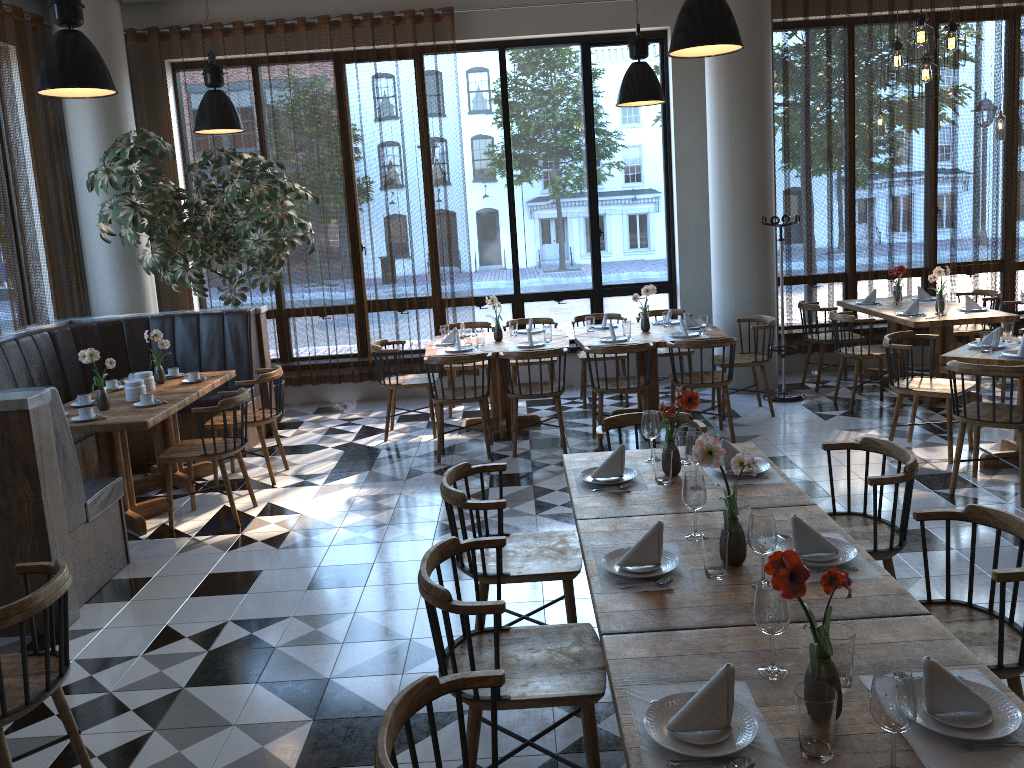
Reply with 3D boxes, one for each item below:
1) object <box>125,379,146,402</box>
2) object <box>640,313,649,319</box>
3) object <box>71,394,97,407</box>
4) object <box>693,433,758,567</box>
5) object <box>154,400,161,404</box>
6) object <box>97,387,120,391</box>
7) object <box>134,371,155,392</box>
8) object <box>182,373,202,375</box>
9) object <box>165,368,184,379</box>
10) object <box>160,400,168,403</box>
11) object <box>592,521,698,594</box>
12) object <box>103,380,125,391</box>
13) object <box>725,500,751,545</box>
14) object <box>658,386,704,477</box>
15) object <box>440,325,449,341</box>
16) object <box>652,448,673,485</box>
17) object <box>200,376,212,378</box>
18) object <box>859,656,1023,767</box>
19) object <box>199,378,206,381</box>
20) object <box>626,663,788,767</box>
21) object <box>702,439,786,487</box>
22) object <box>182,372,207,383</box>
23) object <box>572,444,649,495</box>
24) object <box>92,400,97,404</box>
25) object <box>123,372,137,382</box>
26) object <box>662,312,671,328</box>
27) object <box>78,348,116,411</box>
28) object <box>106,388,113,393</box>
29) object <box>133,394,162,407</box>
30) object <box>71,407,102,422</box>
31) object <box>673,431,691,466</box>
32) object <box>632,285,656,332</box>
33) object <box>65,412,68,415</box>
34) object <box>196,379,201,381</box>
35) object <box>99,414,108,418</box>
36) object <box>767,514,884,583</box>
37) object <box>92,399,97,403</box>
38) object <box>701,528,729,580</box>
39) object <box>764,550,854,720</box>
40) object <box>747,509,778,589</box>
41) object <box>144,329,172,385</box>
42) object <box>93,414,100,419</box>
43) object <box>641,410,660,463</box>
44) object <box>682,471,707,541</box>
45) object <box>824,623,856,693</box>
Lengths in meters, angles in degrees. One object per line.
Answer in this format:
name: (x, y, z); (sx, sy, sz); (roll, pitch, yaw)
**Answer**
object: (-2.519, 0.042, 5.927); (0.130, 0.128, 0.130); (6, 14, 44)
object: (1.160, -0.553, 7.730); (0.080, 0.131, 0.080); (-6, 10, -14)
object: (-2.825, 0.107, 5.858); (0.175, 0.066, 0.177); (-2, 11, 11)
object: (0.638, 0.340, 2.650); (0.207, 0.397, 0.146); (-12, 12, -40)
object: (-2.287, 0.118, 5.724); (0.034, 0.012, 0.156); (-12, 14, -36)
object: (-2.877, 0.041, 6.312); (0.156, 0.012, 0.034); (-10, 12, -28)
object: (-2.597, -0.018, 6.261); (0.130, 0.128, 0.130); (6, 14, 44)
object: (-2.447, -0.077, 6.778); (0.155, 0.023, 0.034); (-5, 10, -9)
object: (-2.580, -0.085, 6.755); (0.176, 0.066, 0.177); (-5, 11, -9)
object: (-2.259, 0.112, 5.751); (0.049, 0.025, 0.053); (-10, 12, -31)
object: (0.387, 0.486, 2.672); (0.272, 0.136, 0.354); (-4, 11, 1)
object: (-2.878, 0.009, 6.372); (0.176, 0.066, 0.176); (7, 15, 44)
object: (0.714, 0.442, 2.799); (0.080, 0.131, 0.080); (2, 11, 30)
object: (0.662, 0.203, 3.458); (0.166, 0.353, 0.297); (-3, 10, 6)
object: (-0.585, -0.443, 7.749); (0.080, 0.131, 0.080); (-6, 10, -14)
object: (0.587, 0.323, 3.447); (0.080, 0.131, 0.080); (3, 11, 35)
object: (-2.272, -0.057, 6.614); (0.034, 0.023, 0.156); (1, 12, 25)
object: (0.913, 0.619, 1.817); (0.272, 0.136, 0.354); (-4, 11, 1)
object: (-2.264, -0.030, 6.473); (0.050, 0.023, 0.052); (-4, 11, -4)
object: (0.389, 0.651, 1.829); (0.272, 0.136, 0.354); (-4, 11, 1)
object: (0.908, 0.282, 3.539); (0.272, 0.136, 0.354); (-4, 11, 1)
object: (-2.330, -0.050, 6.492); (0.176, 0.066, 0.177); (-7, 11, -16)
object: (0.384, 0.313, 3.552); (0.272, 0.136, 0.354); (-4, 11, 1)
object: (-2.759, 0.116, 5.877); (0.052, 0.023, 0.051); (1, 12, 23)
object: (-2.828, -0.049, 6.655); (0.175, 0.066, 0.177); (-1, 11, 14)
object: (1.346, -0.558, 7.692); (0.080, 0.131, 0.080); (-6, 10, -14)
object: (-2.626, -0.033, 5.645); (0.207, 0.397, 0.147); (-10, 11, -32)
object: (-2.854, 0.047, 6.279); (0.053, 0.025, 0.049); (-8, 11, -22)
object: (-2.352, 0.104, 5.712); (0.176, 0.066, 0.177); (4, 13, 35)
object: (-2.588, 0.183, 5.387); (0.176, 0.066, 0.177); (-5, 11, -8)
object: (0.712, 0.270, 3.679); (0.080, 0.131, 0.080); (2, 11, 30)
object: (1.122, -0.639, 7.488); (0.206, 0.397, 0.147); (-3, 9, 5)
object: (-2.856, 0.177, 5.506); (0.176, 0.066, 0.176); (7, 15, 44)
object: (-2.283, -0.026, 6.445); (0.050, 0.023, 0.052); (-4, 11, -4)
object: (-2.488, 0.197, 5.391); (0.049, 0.025, 0.053); (-6, 11, -11)
object: (0.911, 0.454, 2.660); (0.272, 0.136, 0.354); (-4, 11, 1)
object: (-2.775, 0.114, 5.907); (0.052, 0.023, 0.051); (1, 12, 23)
object: (0.589, 0.495, 2.568); (0.080, 0.131, 0.080); (-1, 10, 15)
object: (0.613, 0.521, 1.852); (0.171, 0.353, 0.157); (3, 12, 38)
object: (0.702, 0.463, 2.480); (0.081, 0.214, 0.082); (-5, 9, -8)
object: (-2.587, -0.202, 6.494); (0.206, 0.397, 0.147); (-3, 9, 6)
object: (-2.524, 0.201, 5.376); (0.034, 0.012, 0.156); (-7, 11, -16)
object: (0.589, 0.222, 3.747); (0.081, 0.214, 0.081); (-10, 11, -36)
object: (0.591, 0.394, 2.867); (0.081, 0.214, 0.081); (-10, 11, -36)
object: (0.717, 0.607, 1.956); (0.080, 0.131, 0.080); (2, 11, 30)
